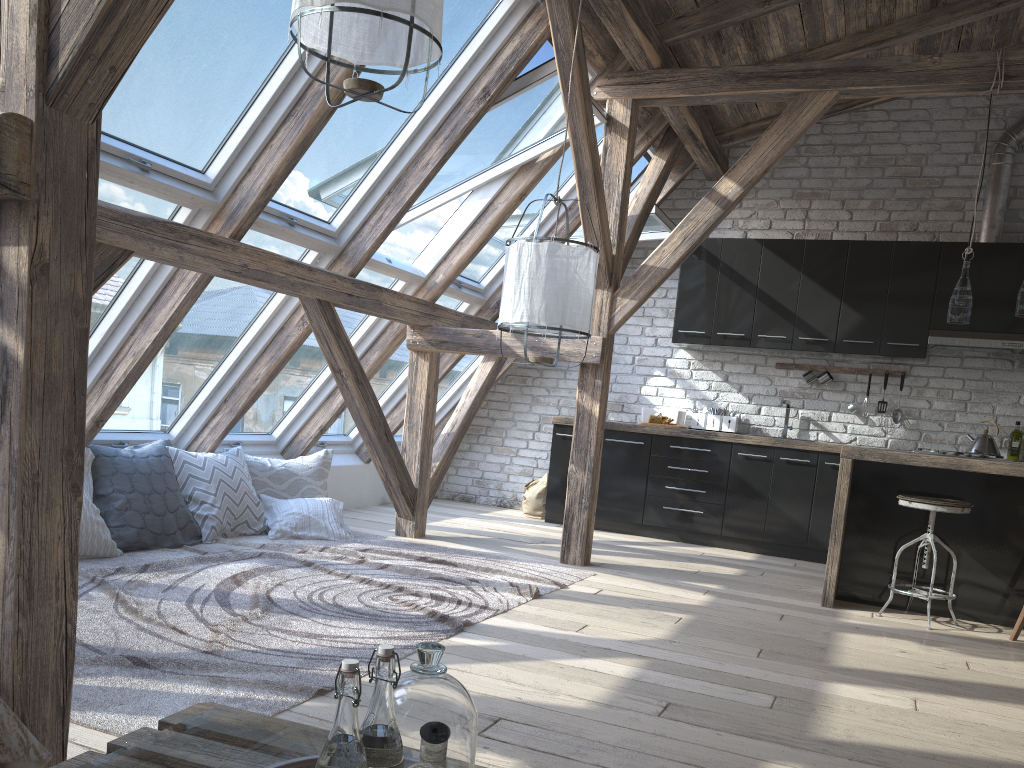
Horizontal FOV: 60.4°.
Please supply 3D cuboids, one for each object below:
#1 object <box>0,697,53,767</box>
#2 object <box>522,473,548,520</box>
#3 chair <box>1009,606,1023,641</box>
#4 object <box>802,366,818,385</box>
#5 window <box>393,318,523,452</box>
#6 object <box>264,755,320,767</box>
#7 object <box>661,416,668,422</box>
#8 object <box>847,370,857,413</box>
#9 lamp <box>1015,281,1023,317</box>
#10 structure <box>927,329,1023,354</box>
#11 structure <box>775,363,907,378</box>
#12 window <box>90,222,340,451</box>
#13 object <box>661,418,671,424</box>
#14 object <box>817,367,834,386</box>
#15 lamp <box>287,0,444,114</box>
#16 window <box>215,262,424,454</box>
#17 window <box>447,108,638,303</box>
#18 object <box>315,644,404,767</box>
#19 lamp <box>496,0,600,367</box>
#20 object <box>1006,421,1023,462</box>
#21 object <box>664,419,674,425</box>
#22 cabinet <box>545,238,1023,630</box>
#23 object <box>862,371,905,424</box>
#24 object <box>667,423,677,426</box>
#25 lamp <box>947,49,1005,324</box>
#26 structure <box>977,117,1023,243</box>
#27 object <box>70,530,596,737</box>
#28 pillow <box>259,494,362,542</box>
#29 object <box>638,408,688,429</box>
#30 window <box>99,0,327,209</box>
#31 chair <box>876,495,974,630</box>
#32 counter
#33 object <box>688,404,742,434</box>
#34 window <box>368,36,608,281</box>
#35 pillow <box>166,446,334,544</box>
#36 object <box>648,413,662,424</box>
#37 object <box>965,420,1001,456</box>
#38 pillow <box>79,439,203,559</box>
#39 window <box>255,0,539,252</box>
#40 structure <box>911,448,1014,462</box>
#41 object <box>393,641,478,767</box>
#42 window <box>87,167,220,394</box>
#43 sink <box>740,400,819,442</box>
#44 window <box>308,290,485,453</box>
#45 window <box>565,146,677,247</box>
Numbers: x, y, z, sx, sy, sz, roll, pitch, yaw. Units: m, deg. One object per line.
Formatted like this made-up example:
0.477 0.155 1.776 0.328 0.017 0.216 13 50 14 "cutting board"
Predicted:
-1.472 0.518 1.647 1.013 0.477 0.803 6 0 -38 "object"
0.224 0.916 7.357 0.339 0.393 0.389 3 3 -42 "object"
2.669 0.964 4.242 0.337 0.601 0.341 9 5 43 "chair"
2.258 -0.062 6.654 0.117 0.140 0.093 7 4 25 "object"
-0.554 -0.041 7.055 1.090 1.288 0.853 7 4 23 "window"
-0.206 0.596 1.211 0.391 0.022 0.396 4 -2 42 "object"
1.171 0.280 6.778 0.074 0.068 0.078 5 1 -5 "object"
2.545 0.057 6.546 0.070 0.329 0.066 8 6 23 "object"
2.572 -0.959 4.241 0.107 1.249 0.239 9 7 35 "lamp"
3.213 -0.294 6.104 0.597 0.104 0.368 5 -1 23 "structure"
2.449 -0.107 6.587 0.927 0.046 0.081 5 0 22 "structure"
-1.622 -0.213 4.514 1.090 1.288 0.853 7 4 23 "window"
1.176 0.284 6.720 0.072 0.058 0.083 6 1 -2 "object"
2.355 -0.054 6.606 0.116 0.140 0.093 8 4 40 "object"
-0.332 -1.414 2.291 0.407 1.316 0.396 5 5 -1 "lamp"
-1.266 -0.156 5.361 1.090 1.288 0.853 7 4 23 "window"
0.119 -1.210 5.715 1.090 1.288 0.853 7 4 23 "window"
-0.189 0.467 1.100 0.071 0.270 0.153 8 4 23 "object"
0.219 -1.026 3.695 0.408 1.912 0.394 3 6 -26 "lamp"
3.527 0.402 6.140 0.089 0.285 0.081 7 5 18 "object"
1.202 0.288 6.732 0.073 0.055 0.082 6 1 -1 "object"
2.118 -0.011 5.652 4.193 2.530 2.089 6 3 22 "cabinet"
2.725 0.094 6.438 0.281 0.385 0.069 7 5 23 "object"
1.229 0.310 6.740 0.068 0.017 0.077 6 -1 0 "object"
2.300 -0.958 4.346 0.108 1.300 0.224 8 6 25 "lamp"
3.757 -1.547 5.906 0.977 1.296 0.169 7 6 22 "structure"
-1.143 0.854 3.924 2.176 0.057 3.188 5 -2 23 "object"
-1.218 0.811 5.269 0.538 0.244 0.471 6 0 -26 "pillow"
1.190 0.267 6.879 0.380 0.134 0.589 5 -1 11 "object"
-0.948 -1.382 3.174 1.090 1.288 0.853 7 4 23 "window"
2.110 0.897 4.483 0.355 0.642 0.349 3 5 -34 "chair"
1.824 0.797 5.745 3.792 0.859 2.242 5 -1 22 "counter"
1.603 0.275 6.914 0.403 0.202 0.147 6 3 24 "object"
-0.282 -1.271 4.886 1.399 1.288 0.853 6 3 22 "window"
-1.551 0.638 5.251 0.498 0.537 1.156 7 0 28 "pillow"
1.095 0.262 6.729 0.090 0.088 0.086 6 2 0 "object"
3.211 0.360 5.970 0.221 0.237 0.221 6 2 13 "object"
-2.014 0.537 4.253 0.465 0.567 1.273 7 0 24 "pillow"
-0.593 -1.325 4.021 1.090 1.288 0.853 7 4 23 "window"
3.094 0.486 6.081 0.602 0.032 0.496 5 -2 23 "structure"
-0.126 0.489 1.254 0.156 0.249 0.154 5 4 -9 "object"
-1.977 -0.271 3.667 1.090 1.288 0.853 7 4 23 "window"
1.999 0.374 6.530 0.523 0.520 0.513 6 2 23 "sink"
-0.910 -0.098 6.208 1.090 1.288 0.853 7 4 23 "window"
0.418 -1.157 6.585 1.512 1.288 0.853 6 3 22 "window"
